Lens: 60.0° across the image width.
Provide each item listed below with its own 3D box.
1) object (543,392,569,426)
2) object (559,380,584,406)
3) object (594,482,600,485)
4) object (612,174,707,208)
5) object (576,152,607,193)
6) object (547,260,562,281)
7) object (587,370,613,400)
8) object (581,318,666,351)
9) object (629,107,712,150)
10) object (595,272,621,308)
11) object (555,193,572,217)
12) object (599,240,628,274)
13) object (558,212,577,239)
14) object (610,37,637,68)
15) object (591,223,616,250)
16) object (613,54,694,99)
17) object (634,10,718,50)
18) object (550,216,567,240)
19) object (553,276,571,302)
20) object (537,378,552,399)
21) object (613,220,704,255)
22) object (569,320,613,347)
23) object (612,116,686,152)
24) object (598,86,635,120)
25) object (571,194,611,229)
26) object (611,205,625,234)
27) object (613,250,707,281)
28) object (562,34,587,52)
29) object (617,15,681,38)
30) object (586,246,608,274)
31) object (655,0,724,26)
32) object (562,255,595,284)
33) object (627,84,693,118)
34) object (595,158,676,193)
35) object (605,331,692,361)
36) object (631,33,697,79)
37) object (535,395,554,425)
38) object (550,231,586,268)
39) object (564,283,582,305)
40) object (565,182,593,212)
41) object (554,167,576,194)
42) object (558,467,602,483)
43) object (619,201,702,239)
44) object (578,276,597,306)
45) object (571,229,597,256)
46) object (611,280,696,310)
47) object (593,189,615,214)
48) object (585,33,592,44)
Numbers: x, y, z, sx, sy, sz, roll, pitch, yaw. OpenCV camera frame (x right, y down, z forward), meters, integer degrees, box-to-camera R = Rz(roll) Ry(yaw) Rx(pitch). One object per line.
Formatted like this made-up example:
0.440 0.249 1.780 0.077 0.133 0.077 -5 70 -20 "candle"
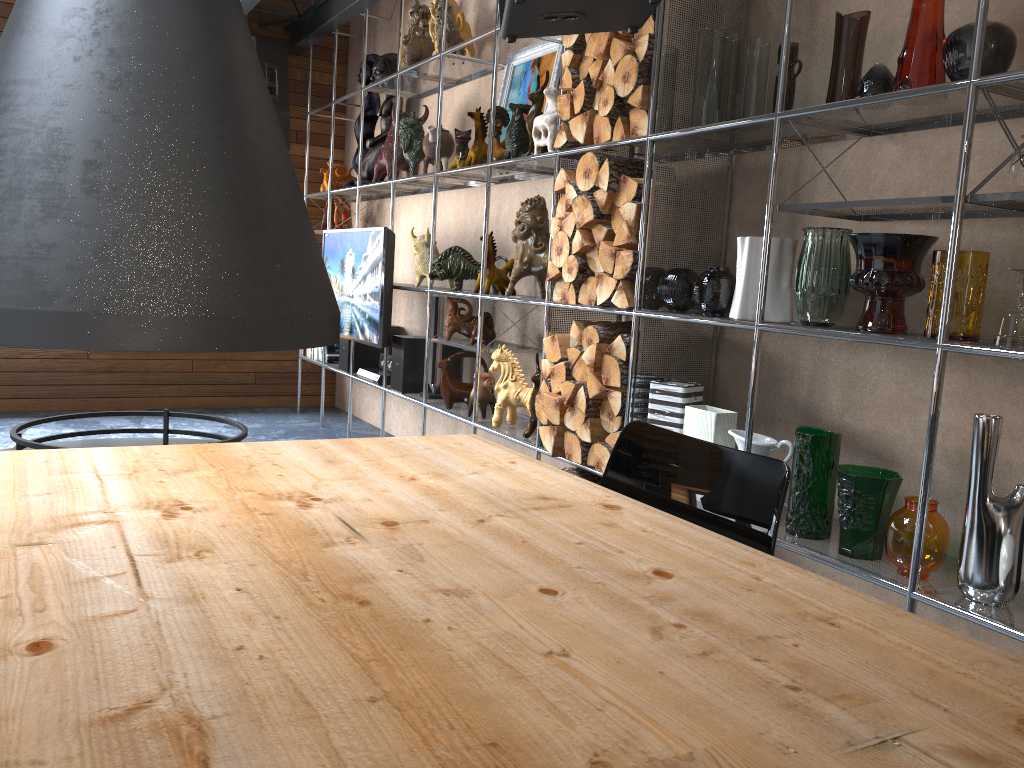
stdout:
0.298 0.084 3.416 0.374 0.131 0.115 -1 8 -34 "object"
0.334 0.033 3.326 0.330 0.098 0.107 -1 8 -33 "object"
0.382 0.410 3.262 0.309 0.131 0.099 -1 8 -33 "object"
0.512 -0.651 3.069 0.299 0.119 0.151 0 8 -27 "object"
0.391 -0.746 3.210 0.312 0.150 0.140 -1 8 -33 "object"
0.284 -0.430 3.438 0.303 0.088 0.095 -1 8 -31 "object"
0.438 0.011 3.186 0.329 0.107 0.128 0 8 -29 "object"
0.411 -0.178 3.272 0.312 0.150 0.140 -1 8 -33 "object"
0.546 -0.871 3.018 0.287 0.112 0.126 0 8 -29 "object"
0.478 -0.324 3.163 0.362 0.131 0.154 0 8 -29 "object"
0.326 -0.666 3.401 0.299 0.114 0.135 -1 8 -31 "object"
0.459 -0.449 3.141 0.329 0.135 0.095 -1 8 -33 "object"
0.342 -0.587 3.337 0.329 0.107 0.128 0 8 -29 "object"
0.505 -1.118 3.042 0.329 0.107 0.128 0 8 -30 "object"
0.441 -0.520 3.208 0.330 0.098 0.107 -1 8 -33 "object"
0.500 -1.022 3.012 0.286 0.143 0.143 0 8 -29 "object"
0.560 -1.178 2.979 0.299 0.114 0.135 0 8 -27 "object"
0.299 -0.571 3.417 0.309 0.121 0.111 0 8 -30 "object"
0.311 -0.359 3.440 0.287 0.112 0.126 0 8 -30 "object"
0.262 0.011 3.484 0.331 0.110 0.107 -1 8 -31 "object"
0.513 -0.495 3.050 0.331 0.110 0.107 -1 8 -31 "object"
0.367 -0.178 3.361 0.289 0.121 0.107 0 8 -28 "object"
0.498 -0.872 3.093 0.303 0.095 0.087 0 8 -29 "object"
0.457 -0.961 3.092 0.312 0.110 0.103 0 8 -26 "object"
0.387 -0.613 3.221 0.321 0.128 0.164 0 8 -30 "object"
0.489 -0.562 3.118 0.290 0.153 0.112 -1 8 -32 "object"
0.512 -0.400 3.047 0.321 0.109 0.110 0 8 -29 "object"
0.351 -1.284 3.278 0.312 0.150 0.140 0 8 -26 "object"
0.508 -1.222 3.061 0.362 0.115 0.098 0 8 -29 "object"
0.422 -0.446 3.240 0.288 0.118 0.147 -1 8 -33 "object"
0.552 -1.267 2.964 0.308 0.107 0.121 0 8 -25 "object"
0.338 -0.417 3.308 0.312 0.110 0.103 -1 8 -33 "object"
0.539 -0.936 2.980 0.303 0.088 0.095 0 8 -27 "object"
0.433 -0.719 3.124 0.289 0.121 0.107 0 8 -28 "object"
0.480 -0.139 3.105 0.308 0.107 0.121 -1 8 -33 "object"
0.547 -1.078 2.971 0.309 0.121 0.111 0 8 -28 "object"
0.251 0.102 3.509 0.321 0.109 0.110 0 8 -29 "object"
0.302 -0.501 3.369 0.286 0.143 0.143 0 8 -30 "object"
0.349 -0.337 3.362 0.303 0.095 0.087 0 8 -29 "object"
0.373 -0.683 3.307 0.362 0.115 0.098 0 8 -30 "object"
0.320 -0.755 3.381 0.308 0.107 0.121 -1 8 -33 "object"
0.315 0.374 3.341 0.321 0.128 0.164 0 8 -30 "object"
0.510 -0.561 3.040 0.308 0.120 0.098 -1 8 -34 "object"
0.403 -0.336 3.265 0.299 0.114 0.135 -1 8 -31 "object"
0.387 -0.518 3.272 0.331 0.110 0.101 0 8 -27 "object"
0.504 -0.306 3.067 0.330 0.105 0.107 -1 8 -32 "object"
0.436 -0.638 3.157 0.303 0.090 0.098 0 8 -30 "object"
0.411 -1.222 3.198 0.303 0.090 0.098 0 8 -28 "object"
